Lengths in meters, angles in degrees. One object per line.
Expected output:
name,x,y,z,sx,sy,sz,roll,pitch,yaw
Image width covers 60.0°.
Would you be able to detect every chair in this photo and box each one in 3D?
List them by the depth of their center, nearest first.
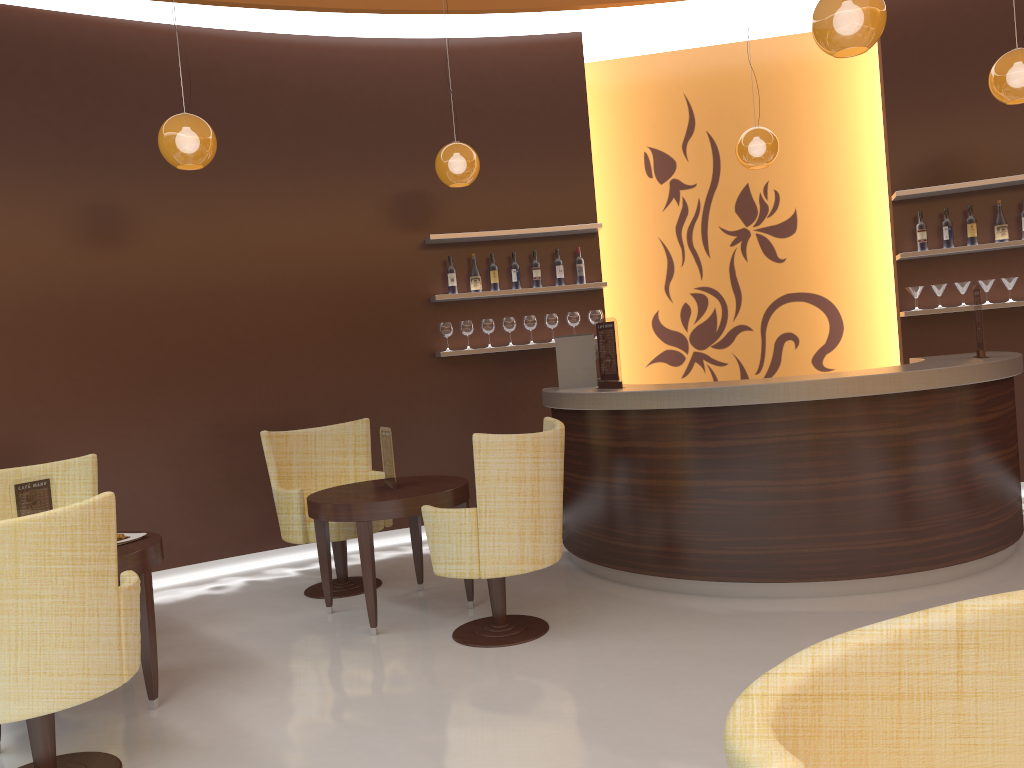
chair,0.611,0.772,0.815,0.729,1.017,0.685,-6,3,-37
chair,-1.648,0.891,3.022,0.729,1.017,0.685,-5,2,-8
chair,-0.058,0.707,4.316,0.685,1.017,0.729,-4,2,28
chair,-2.393,0.906,4.438,0.729,1.017,0.685,-6,3,-37
chair,-1.120,0.757,5.511,0.729,1.017,0.685,-6,2,-33

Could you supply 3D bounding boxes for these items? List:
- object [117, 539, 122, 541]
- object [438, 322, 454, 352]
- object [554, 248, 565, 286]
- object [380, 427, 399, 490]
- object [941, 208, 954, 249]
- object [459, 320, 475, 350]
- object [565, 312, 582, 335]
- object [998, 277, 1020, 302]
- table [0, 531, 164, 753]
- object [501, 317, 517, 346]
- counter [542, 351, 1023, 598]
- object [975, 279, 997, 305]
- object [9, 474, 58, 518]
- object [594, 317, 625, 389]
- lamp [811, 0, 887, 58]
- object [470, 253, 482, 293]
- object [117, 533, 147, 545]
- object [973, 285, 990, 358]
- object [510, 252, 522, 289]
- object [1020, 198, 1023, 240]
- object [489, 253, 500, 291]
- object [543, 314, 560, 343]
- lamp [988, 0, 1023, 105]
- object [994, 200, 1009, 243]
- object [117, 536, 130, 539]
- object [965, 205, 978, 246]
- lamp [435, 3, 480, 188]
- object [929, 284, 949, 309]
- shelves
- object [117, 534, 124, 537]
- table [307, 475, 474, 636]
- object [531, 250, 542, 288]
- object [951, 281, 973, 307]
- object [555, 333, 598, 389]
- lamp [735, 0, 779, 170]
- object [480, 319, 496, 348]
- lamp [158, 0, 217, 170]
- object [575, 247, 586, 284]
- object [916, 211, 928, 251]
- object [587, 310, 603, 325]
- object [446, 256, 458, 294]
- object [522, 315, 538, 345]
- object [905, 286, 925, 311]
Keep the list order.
object,-1.735,0.682,3.865,0.051,0.018,0.054,-5,2,8
object,-0.492,-0.353,6.702,0.125,0.221,0.125,-6,2,-15
object,0.359,-0.893,6.822,0.073,0.297,0.073,-7,3,-42
object,-0.680,0.403,4.861,0.042,0.335,0.209,-6,2,-26
object,3.145,-1.121,6.404,0.073,0.297,0.073,-5,2,-2
object,-0.338,-0.368,6.736,0.125,0.221,0.125,-6,2,-15
object,0.479,-0.443,6.847,0.125,0.221,0.125,-6,2,-15
object,3.539,-0.667,6.302,0.137,0.174,0.137,-4,2,25
table,-1.930,1.059,3.785,0.874,0.679,0.872,-5,2,7
object,-0.017,-0.398,6.789,0.125,0.221,0.125,-6,2,-15
counter,1.634,0.489,5.134,2.917,1.100,1.586,-5,2,5
object,3.401,-0.656,6.352,0.137,0.174,0.137,-4,2,25
object,-2.007,0.558,3.739,0.042,0.335,0.209,-4,2,25
object,0.563,-0.181,5.226,0.052,0.414,0.258,-6,2,-26
lamp,1.370,-2.150,3.730,0.299,1.500,0.299,-4,2,28
object,-0.281,-0.840,6.748,0.086,0.303,0.086,-4,2,29
object,-1.758,0.689,3.909,0.234,0.020,0.234,-4,2,22
object,2.675,-0.360,5.083,0.052,0.414,0.258,-4,2,19
object,0.026,-0.863,6.792,0.073,0.297,0.073,-6,2,-30
object,3.613,-1.155,6.229,0.073,0.297,0.073,-5,2,-2
object,-0.139,-0.848,6.769,0.073,0.297,0.073,-4,2,20
object,0.310,-0.428,6.830,0.125,0.221,0.125,-6,2,-15
lamp,2.747,-2.310,4.878,0.299,1.500,0.299,-6,2,-22
object,3.469,-1.150,6.296,0.086,0.303,0.086,-4,2,34
object,-1.718,0.678,3.908,0.053,0.014,0.055,-4,2,33
object,3.293,-1.132,6.356,0.073,0.297,0.073,-7,3,-42
lamp,-0.416,-2.071,5.885,0.299,1.500,0.299,-4,2,29
object,3.111,-0.636,6.456,0.137,0.174,0.137,-4,2,15
shelves,1.726,-0.849,6.533,4.744,0.902,0.586,-5,2,8
object,-1.762,0.679,3.958,0.055,0.018,0.052,-6,2,-15
table,-0.647,0.909,4.866,0.874,0.679,0.872,-5,2,7
object,0.186,-0.878,6.807,0.073,0.297,0.073,-6,2,-30
object,3.258,-0.647,6.408,0.137,0.174,0.137,-4,2,25
object,0.485,-0.157,5.805,0.373,0.340,0.270,-5,2,5
lamp,1.663,-2.262,6.186,0.299,1.500,0.299,-6,2,-22
object,-0.178,-0.383,6.766,0.125,0.221,0.125,-6,2,-15
lamp,-1.794,-1.910,4.737,0.299,1.500,0.299,-4,2,28
object,0.523,-0.908,6.833,0.073,0.297,0.073,-6,2,-30
object,2.982,-1.108,6.455,0.073,0.297,0.073,-5,2,-2
object,0.648,-0.458,6.848,0.125,0.221,0.125,-6,2,-15
object,-0.455,-0.818,6.695,0.073,0.297,0.073,-6,2,-30
object,0.144,-0.413,6.813,0.125,0.221,0.125,-6,2,-15
object,2.964,-0.625,6.504,0.137,0.174,0.137,-4,2,15
